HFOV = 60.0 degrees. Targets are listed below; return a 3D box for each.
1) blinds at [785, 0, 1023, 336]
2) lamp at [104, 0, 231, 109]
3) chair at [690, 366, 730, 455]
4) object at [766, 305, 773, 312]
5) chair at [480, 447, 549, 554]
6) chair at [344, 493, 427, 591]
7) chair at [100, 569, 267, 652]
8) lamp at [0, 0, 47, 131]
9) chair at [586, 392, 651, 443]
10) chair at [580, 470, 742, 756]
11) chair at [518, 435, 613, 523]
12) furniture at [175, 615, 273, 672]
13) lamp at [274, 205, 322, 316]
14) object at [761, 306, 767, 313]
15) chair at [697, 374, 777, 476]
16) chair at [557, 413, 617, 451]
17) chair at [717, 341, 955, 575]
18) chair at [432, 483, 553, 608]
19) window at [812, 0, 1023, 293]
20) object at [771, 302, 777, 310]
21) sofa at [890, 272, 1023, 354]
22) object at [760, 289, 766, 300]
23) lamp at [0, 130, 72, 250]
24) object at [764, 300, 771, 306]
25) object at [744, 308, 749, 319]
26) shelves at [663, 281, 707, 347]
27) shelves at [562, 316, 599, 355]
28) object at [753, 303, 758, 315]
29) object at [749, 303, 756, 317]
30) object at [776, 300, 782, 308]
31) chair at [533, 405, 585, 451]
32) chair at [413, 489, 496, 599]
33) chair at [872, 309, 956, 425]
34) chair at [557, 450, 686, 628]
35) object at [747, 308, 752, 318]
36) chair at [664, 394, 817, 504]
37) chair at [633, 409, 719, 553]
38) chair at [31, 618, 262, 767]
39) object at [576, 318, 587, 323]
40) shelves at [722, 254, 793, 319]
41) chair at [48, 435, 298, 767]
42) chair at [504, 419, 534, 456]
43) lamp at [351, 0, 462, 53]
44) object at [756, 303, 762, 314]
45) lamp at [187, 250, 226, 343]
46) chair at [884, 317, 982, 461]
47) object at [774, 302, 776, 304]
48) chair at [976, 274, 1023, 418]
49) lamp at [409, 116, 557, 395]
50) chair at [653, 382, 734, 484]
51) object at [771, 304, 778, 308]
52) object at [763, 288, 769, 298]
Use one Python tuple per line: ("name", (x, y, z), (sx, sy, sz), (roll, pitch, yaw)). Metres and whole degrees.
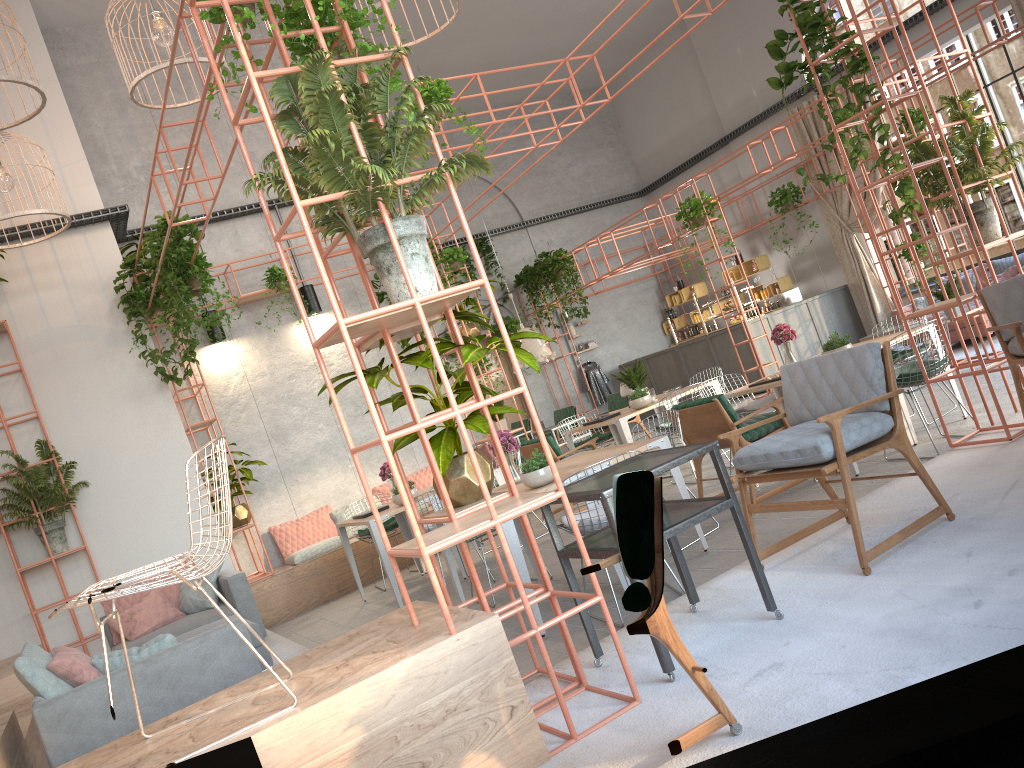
("blinds", (6.651, -3.195, 13.696), (0.414, 4.389, 4.957), (-20, -1, -26))
("lamp", (-3.516, -4.266, 7.856), (0.883, 3.476, 0.883), (-20, -1, 25))
("chair", (2.252, 0.348, 10.376), (0.717, 0.941, 0.565), (-20, -1, -31))
("object", (4.887, -1.442, 16.857), (0.115, 0.107, 0.115), (-20, -1, 29))
("chair", (-0.112, 1.197, 9.087), (0.717, 0.941, 0.565), (-20, -1, -31))
("chair", (-1.347, 1.650, 9.451), (0.565, 0.941, 0.717), (-20, -1, -26))
("chair", (-2.749, 2.073, 7.426), (1.127, 0.672, 1.052), (-20, -1, -27))
("lamp", (-4.526, -3.678, 6.598), (0.883, 3.476, 0.883), (-20, -1, 25))
("chair", (1.583, 0.630, 13.415), (0.685, 0.929, 0.722), (-20, -1, -27))
("chair", (0.433, 0.740, 2.440), (0.685, 0.929, 0.722), (-20, -1, -27))
("chair", (0.608, 0.944, 9.567), (0.685, 0.917, 0.722), (-20, -1, -27))
("furniture", (-2.231, 1.994, 6.187), (0.941, 0.446, 0.975), (-20, -1, -27))
("lamp", (-2.682, -1.546, 10.995), (0.179, 1.425, 0.185), (-20, -1, -27))
("object", (4.832, -1.421, 16.972), (0.115, 0.107, 0.115), (-20, -1, -30))
("chair", (2.219, 0.341, 8.271), (0.565, 0.941, 0.717), (-20, -1, -26))
("chair", (1.017, 0.801, 10.740), (0.565, 0.941, 0.717), (-20, -1, -26))
("chair", (1.526, 0.359, 4.343), (0.685, 0.929, 0.722), (-20, -1, -27))
("chair", (-0.180, 1.204, 7.018), (0.565, 0.941, 0.717), (-20, -1, -26))
("window", (6.718, -4.535, 13.844), (0.089, 5.538, 4.127), (-20, -1, -27))
("object", (4.966, -1.484, 16.813), (0.073, 0.131, 0.073), (-20, -1, -34))
("sofa", (6.387, -0.989, 12.590), (1.960, 0.672, 2.219), (-20, -1, -27))
("object", (4.772, -1.703, 16.857), (0.069, 0.191, 0.069), (-20, 0, 8))
("lamp", (-5.080, -3.017, 8.100), (0.883, 3.476, 0.883), (-20, -1, 25))
("object", (4.879, -1.550, 16.943), (0.115, 0.107, 0.115), (-20, -1, 29))
("object", (4.591, -1.405, 17.421), (0.072, 0.248, 0.094), (-20, -1, -27))
("shelves", (3.970, -1.168, 18.942), (0.328, 1.838, 1.750), (-20, -1, -27))
("shelves", (1.453, -1.069, 18.708), (0.560, 0.790, 0.186), (-20, -1, -27))
("object", (4.737, -1.477, 17.304), (0.065, 0.280, 0.065), (-20, 0, 16))
("object", (4.662, -1.456, 17.258), (0.066, 0.291, 0.066), (-20, -1, -43))
("object", (5.083, -1.526, 16.883), (0.073, 0.131, 0.073), (-20, -1, -34))
("chair", (0.828, 0.919, 14.990), (0.685, 0.930, 0.722), (-20, -1, -27))
("chair", (-0.548, 1.345, 7.803), (0.565, 0.941, 0.717), (-20, 0, -11))
("chair", (3.453, -0.112, 7.907), (0.717, 0.941, 0.565), (-20, -1, -31))
("chair", (0.618, 0.899, 5.369), (0.565, 0.941, 0.717), (-20, 0, -11))
("object", (4.630, -1.420, 17.328), (0.082, 0.246, 0.082), (-20, 0, 5))
("chair", (1.809, 0.485, 7.097), (0.685, 0.917, 0.722), (-20, -1, -27))
("chair", (1.054, 0.751, 6.654), (0.717, 0.941, 0.565), (-20, -1, -31))
("chair", (-1.962, 1.718, 4.858), (1.056, 0.586, 1.127), (-20, -1, -27))
("object", (1.466, -1.351, 18.789), (0.263, 0.101, 0.013), (-20, -1, -27))
("shelves", (4.789, -1.481, 17.234), (0.328, 1.838, 1.750), (-20, -1, -27))
("chair", (-1.180, 0.739, 3.048), (0.717, 0.941, 0.565), (-20, -1, -18))
("chair", (0.089, 1.202, 16.532), (0.685, 0.930, 0.722), (-20, -1, -27))
("lamp", (-1.391, -4.373, 6.755), (0.883, 3.476, 0.883), (-20, -1, 25))
("object", (4.803, -1.504, 17.344), (0.074, 0.287, 0.072), (-20, 0, 5))
("lamp", (-3.694, -1.183, 10.444), (0.179, 1.425, 0.185), (-20, -1, -27))
("chair", (3.017, 0.036, 6.623), (0.565, 0.941, 0.717), (-20, 0, -11))
("object", (5.027, -1.505, 17.001), (0.073, 0.131, 0.073), (-20, -1, 34))
("chair", (3.157, -0.222, 4.907), (0.722, 0.914, 0.685), (-20, 0, 13))
("lamp", (-1.096, -1.860, 14.623), (0.704, 4.052, 4.456), (-20, -1, -27))
("chair", (1.815, 0.495, 9.091), (0.565, 0.941, 0.717), (-20, 0, -11))
("object", (4.991, -1.480, 16.913), (0.115, 0.107, 0.115), (-20, -1, -21))
("object", (4.811, -1.717, 16.776), (0.069, 0.191, 0.069), (-20, 0, -10))
